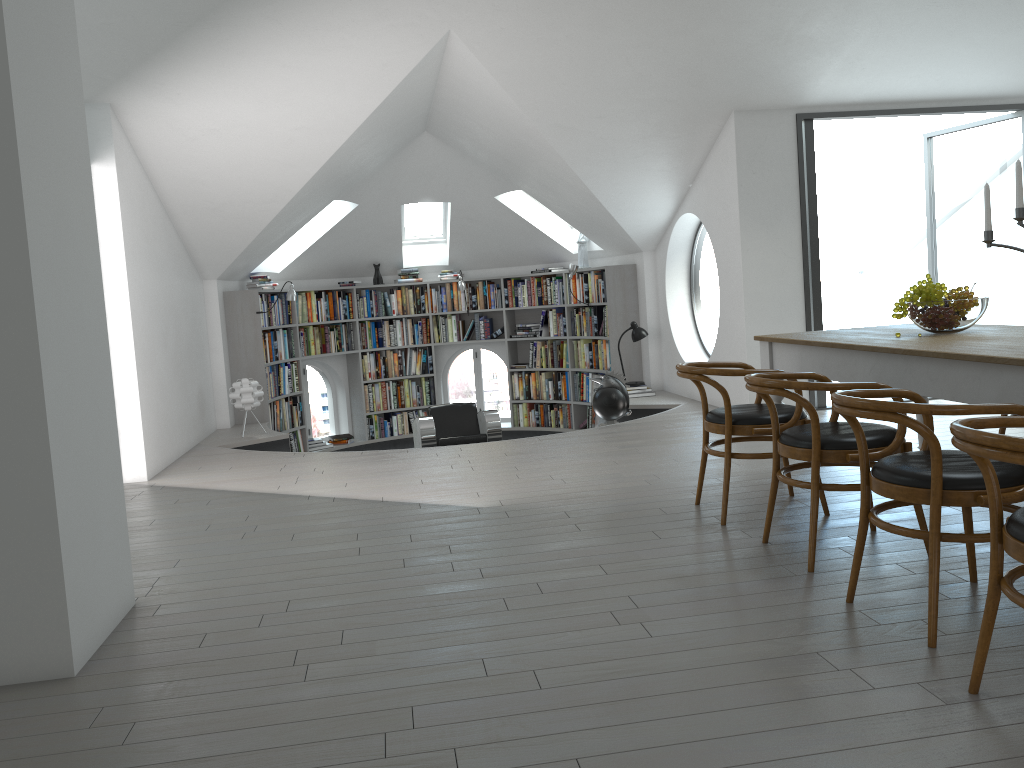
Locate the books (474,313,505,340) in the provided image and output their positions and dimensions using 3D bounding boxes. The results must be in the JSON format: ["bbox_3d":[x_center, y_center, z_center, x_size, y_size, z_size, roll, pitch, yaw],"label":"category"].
[{"bbox_3d":[-0.249,-0.733,11.130,0.399,0.340,0.225,-3,5,12],"label":"books"}]

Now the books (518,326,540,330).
[{"bbox_3d":[0.224,-0.702,11.009,0.226,0.036,0.214,1,8,42],"label":"books"}]

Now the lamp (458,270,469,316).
[{"bbox_3d":[-0.604,-1.113,10.895,0.113,0.565,0.358,-4,4,-1],"label":"lamp"}]

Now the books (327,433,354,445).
[{"bbox_3d":[-2.066,0.673,10.711,0.318,0.099,0.292,-5,6,-6],"label":"books"}]

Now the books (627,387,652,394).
[{"bbox_3d":[1.245,0.061,9.145,0.286,0.034,0.305,-6,6,-18],"label":"books"}]

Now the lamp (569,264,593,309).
[{"bbox_3d":[0.778,-1.097,9.957,0.275,0.524,0.112,-5,4,-17],"label":"lamp"}]

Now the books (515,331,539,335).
[{"bbox_3d":[0.229,-0.640,11.013,0.285,0.031,0.270,-1,6,27],"label":"books"}]

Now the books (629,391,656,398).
[{"bbox_3d":[1.247,0.098,9.148,0.365,0.042,0.389,-5,6,-8],"label":"books"}]

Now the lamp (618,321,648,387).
[{"bbox_3d":[1.254,-0.315,9.118,0.322,0.659,0.234,-3,4,7],"label":"lamp"}]

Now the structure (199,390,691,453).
[{"bbox_3d":[-0.626,0.607,9.073,4.708,0.692,4.721,0,7,37],"label":"structure"}]

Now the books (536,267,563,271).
[{"bbox_3d":[0.457,-1.398,10.773,0.233,0.027,0.247,-8,7,-35],"label":"books"}]

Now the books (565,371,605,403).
[{"bbox_3d":[1.021,0.036,10.190,0.304,0.358,1.185,-6,6,-27],"label":"books"}]

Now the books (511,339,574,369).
[{"bbox_3d":[0.434,-0.372,10.827,0.973,0.351,0.252,0,6,34],"label":"books"}]

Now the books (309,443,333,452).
[{"bbox_3d":[-2.370,0.742,10.496,0.366,0.042,0.388,-9,8,-41],"label":"books"}]

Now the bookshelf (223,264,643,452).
[{"bbox_3d":[-0.877,-0.277,10.382,4.334,1.876,2.113,-5,5,-8],"label":"bookshelf"}]

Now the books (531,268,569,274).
[{"bbox_3d":[0.459,-1.370,10.775,0.336,0.036,0.317,2,8,44],"label":"books"}]

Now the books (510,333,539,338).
[{"bbox_3d":[0.231,-0.607,11.015,0.388,0.042,0.366,-1,7,32],"label":"books"}]

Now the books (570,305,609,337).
[{"bbox_3d":[1.000,-0.722,10.083,0.280,0.357,1.053,-6,6,-22],"label":"books"}]

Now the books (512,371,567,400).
[{"bbox_3d":[0.396,0.007,10.910,0.872,0.350,0.272,0,6,33],"label":"books"}]

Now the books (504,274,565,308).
[{"bbox_3d":[0.332,-1.138,10.822,0.969,0.367,0.306,0,6,35],"label":"books"}]

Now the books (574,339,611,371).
[{"bbox_3d":[1.036,-0.340,10.107,0.276,0.347,1.022,-6,6,-23],"label":"books"}]

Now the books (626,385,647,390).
[{"bbox_3d":[1.242,0.029,9.143,0.269,0.031,0.286,-4,6,2],"label":"books"}]

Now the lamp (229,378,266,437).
[{"bbox_3d":[-2.447,0.212,8.201,0.306,0.524,0.306,-6,5,-19],"label":"lamp"}]

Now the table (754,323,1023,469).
[{"bbox_3d":[2.105,0.236,3.344,1.019,0.797,3.356,-5,6,-8],"label":"table"}]

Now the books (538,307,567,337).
[{"bbox_3d":[0.584,-0.754,10.710,0.553,0.350,0.256,0,6,38],"label":"books"}]

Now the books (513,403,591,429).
[{"bbox_3d":[0.619,0.376,10.728,1.497,0.310,0.360,1,7,44],"label":"books"}]

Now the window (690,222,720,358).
[{"bbox_3d":[1.987,-0.907,8.402,0.104,1.467,1.473,-5,5,-8],"label":"window"}]

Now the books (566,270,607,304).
[{"bbox_3d":[0.969,-1.105,10.067,0.293,0.361,1.015,-6,6,-25],"label":"books"}]

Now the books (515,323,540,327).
[{"bbox_3d":[0.222,-0.733,11.007,0.269,0.031,0.286,-7,6,-28],"label":"books"}]

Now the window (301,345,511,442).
[{"bbox_3d":[-1.478,0.110,11.183,3.234,1.148,0.618,-6,5,-22],"label":"window"}]

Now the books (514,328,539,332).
[{"bbox_3d":[0.226,-0.671,11.011,0.286,0.031,0.270,1,8,42],"label":"books"}]

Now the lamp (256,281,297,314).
[{"bbox_3d":[-2.425,-0.892,9.114,0.414,0.311,0.117,-5,4,-11],"label":"lamp"}]

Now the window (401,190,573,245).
[{"bbox_3d":[-1.002,-2.036,10.261,4.056,0.712,1.936,-5,6,-8],"label":"window"}]
